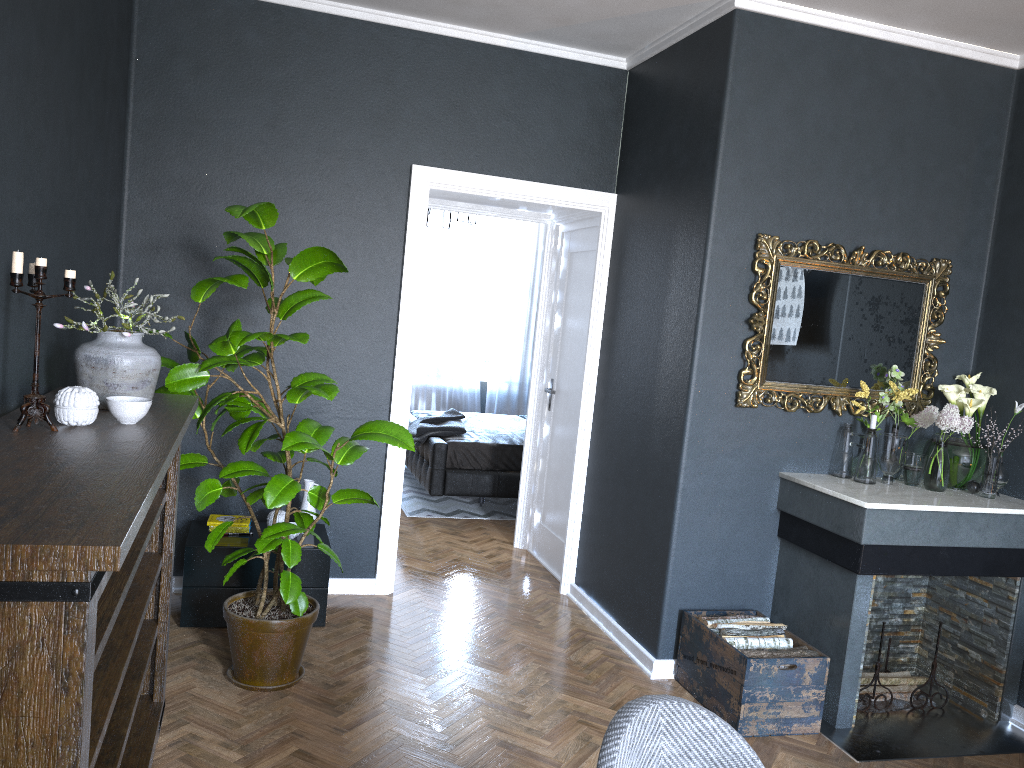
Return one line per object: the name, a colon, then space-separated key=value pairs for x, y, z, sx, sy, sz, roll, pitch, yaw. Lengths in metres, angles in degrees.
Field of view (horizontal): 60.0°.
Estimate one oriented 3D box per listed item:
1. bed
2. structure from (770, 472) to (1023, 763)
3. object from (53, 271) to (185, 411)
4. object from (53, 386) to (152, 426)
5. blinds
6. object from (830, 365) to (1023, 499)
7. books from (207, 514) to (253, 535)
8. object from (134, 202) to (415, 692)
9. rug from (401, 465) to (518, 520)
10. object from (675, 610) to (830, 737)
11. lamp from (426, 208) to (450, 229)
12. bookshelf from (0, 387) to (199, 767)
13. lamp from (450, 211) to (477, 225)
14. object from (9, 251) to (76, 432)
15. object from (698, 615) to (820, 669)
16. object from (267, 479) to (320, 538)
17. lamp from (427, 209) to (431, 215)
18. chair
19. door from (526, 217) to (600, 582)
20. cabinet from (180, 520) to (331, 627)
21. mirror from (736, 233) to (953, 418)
bed: x=0.177 y=0.386 z=7.851 sx=2.376 sy=1.163 sz=2.261 roll=4 pitch=5 yaw=-17
structure: x=1.764 y=0.970 z=3.899 sx=1.066 sy=0.982 sz=0.832 roll=4 pitch=5 yaw=-17
object: x=-1.189 y=-0.132 z=2.676 sx=0.385 sy=0.413 sz=0.275 roll=2 pitch=7 yaw=-38
object: x=-1.093 y=0.057 z=2.375 sx=0.118 sy=0.104 sz=0.255 roll=10 pitch=6 yaw=38
blinds: x=-1.135 y=-0.692 z=9.293 sx=3.994 sy=2.793 sz=0.312 roll=4 pitch=6 yaw=-17
object: x=1.904 y=0.204 z=4.010 sx=0.727 sy=0.547 sz=0.473 roll=5 pitch=5 yaw=-14
books: x=-1.364 y=0.682 z=4.284 sx=0.215 sy=0.066 sz=0.161 roll=4 pitch=5 yaw=-21
object: x=-1.028 y=0.252 z=3.537 sx=1.118 sy=1.902 sz=0.762 roll=4 pitch=6 yaw=-23
rug: x=-0.364 y=0.928 z=7.729 sx=1.459 sy=0.013 sz=2.041 roll=4 pitch=5 yaw=-17
object: x=1.010 y=1.221 z=3.797 sx=0.383 sy=0.326 sz=0.551 roll=4 pitch=5 yaw=-17
lamp: x=-0.623 y=-1.764 z=7.880 sx=0.210 sy=0.748 sz=0.209 roll=5 pitch=5 yaw=-3
bookshelf: x=-1.128 y=0.708 z=2.243 sx=0.451 sy=1.174 sz=1.915 roll=4 pitch=5 yaw=-16
lamp: x=-0.349 y=-1.648 z=6.941 sx=0.210 sy=0.771 sz=0.209 roll=5 pitch=5 yaw=-3
object: x=-1.175 y=-0.103 z=2.169 sx=0.145 sy=0.438 sz=0.129 roll=8 pitch=6 yaw=19
object: x=1.022 y=1.146 z=3.791 sx=0.370 sy=0.247 sz=0.532 roll=4 pitch=5 yaw=-16
object: x=-1.093 y=0.601 z=4.352 sx=0.228 sy=0.268 sz=0.228 roll=7 pitch=5 yaw=17
lamp: x=-0.729 y=-1.735 z=7.124 sx=0.210 sy=0.715 sz=0.209 roll=5 pitch=5 yaw=-3
chair: x=0.358 y=1.084 z=1.685 sx=0.645 sy=0.812 sz=0.494 roll=2 pitch=7 yaw=-38
door: x=0.362 y=0.078 z=5.492 sx=0.162 sy=2.190 sz=0.855 roll=4 pitch=6 yaw=-16
cabinet: x=-1.242 y=0.921 z=4.315 sx=0.650 sy=0.391 sz=0.455 roll=4 pitch=5 yaw=-17
mirror: x=1.541 y=-0.240 z=4.066 sx=1.057 sy=0.785 sz=0.067 roll=4 pitch=6 yaw=-17
